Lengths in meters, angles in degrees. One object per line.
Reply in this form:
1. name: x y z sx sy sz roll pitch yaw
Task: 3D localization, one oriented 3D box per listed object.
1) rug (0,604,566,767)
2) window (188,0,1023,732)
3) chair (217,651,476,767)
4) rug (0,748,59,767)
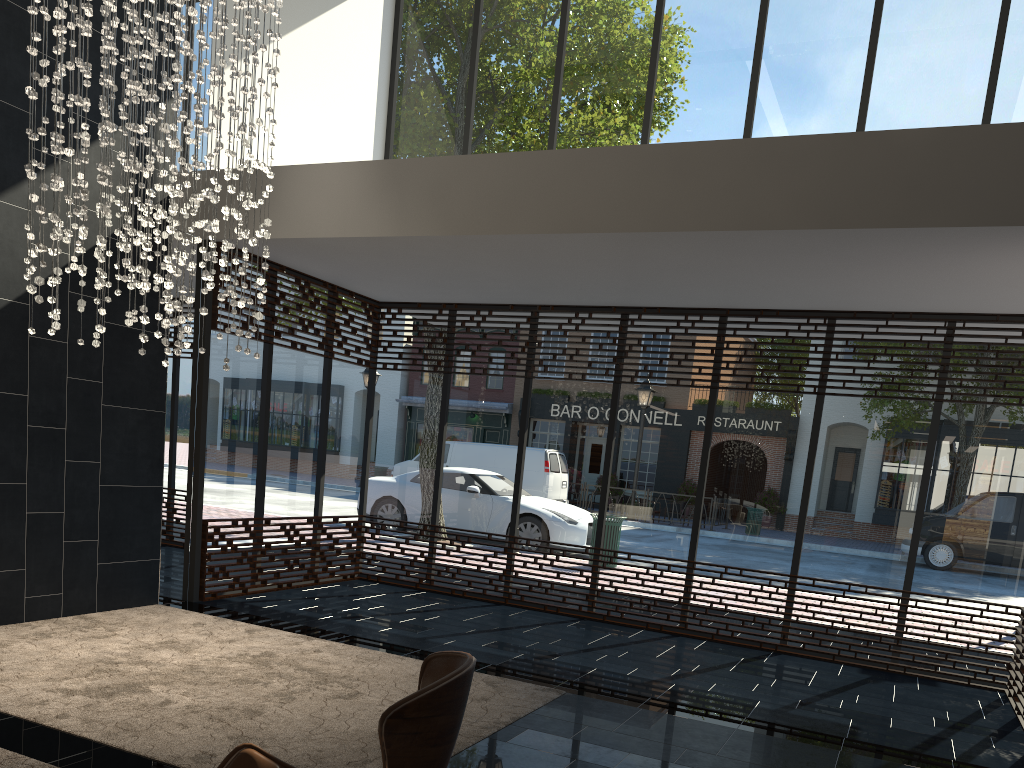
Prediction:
1. rug: -1.693 1.667 4.962 3.382 0.006 2.339 3 -6 24
2. window: 0.934 -0.958 6.366 6.079 6.138 2.325 6 6 24
3. chair: -0.528 1.055 2.086 0.791 0.947 0.661 5 4 -8
4. rug: -3.020 1.288 2.208 5.841 0.006 3.217 3 -6 24
